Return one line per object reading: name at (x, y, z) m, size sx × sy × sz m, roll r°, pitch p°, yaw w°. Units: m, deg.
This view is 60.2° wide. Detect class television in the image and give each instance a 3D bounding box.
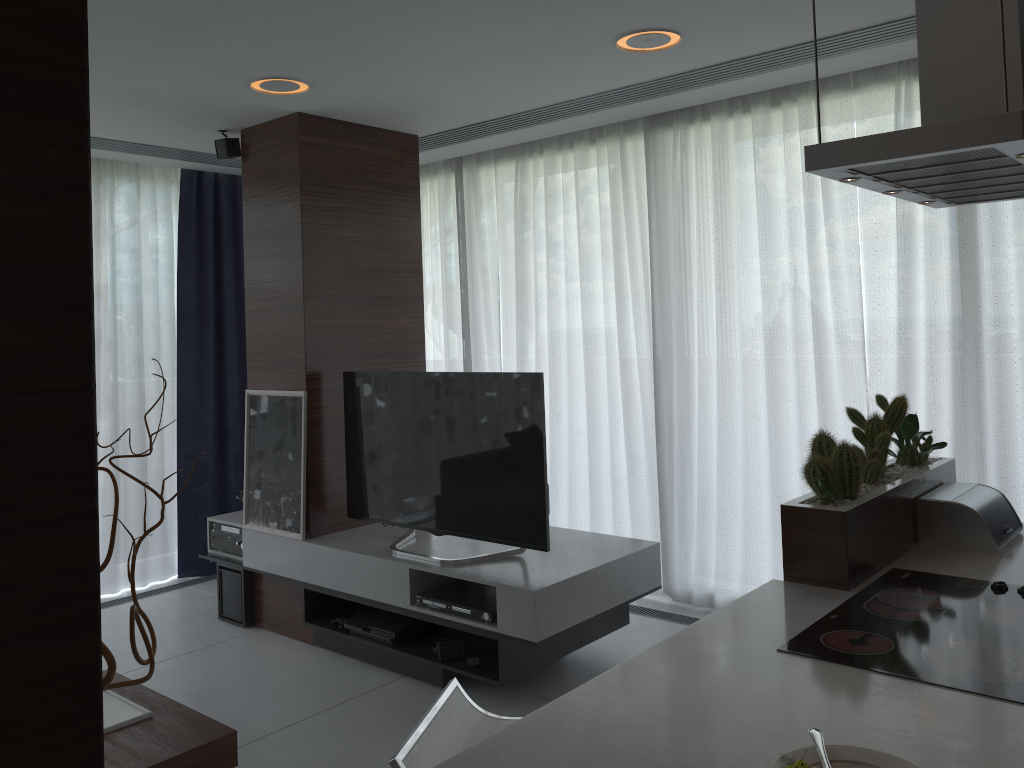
television at (-0.320, 0.339, 3.883) m, size 1.228 × 0.787 × 0.298 m, roll 0°, pitch 0°, yaw 41°

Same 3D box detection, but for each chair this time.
chair at (0.064, 0.999, 1.695) m, size 0.463 × 0.710 × 0.396 m, roll -2°, pitch 0°, yaw 13°

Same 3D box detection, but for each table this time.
table at (-1.348, 1.181, 2.484) m, size 0.799 × 0.353 × 0.807 m, roll 0°, pitch 3°, yaw 41°

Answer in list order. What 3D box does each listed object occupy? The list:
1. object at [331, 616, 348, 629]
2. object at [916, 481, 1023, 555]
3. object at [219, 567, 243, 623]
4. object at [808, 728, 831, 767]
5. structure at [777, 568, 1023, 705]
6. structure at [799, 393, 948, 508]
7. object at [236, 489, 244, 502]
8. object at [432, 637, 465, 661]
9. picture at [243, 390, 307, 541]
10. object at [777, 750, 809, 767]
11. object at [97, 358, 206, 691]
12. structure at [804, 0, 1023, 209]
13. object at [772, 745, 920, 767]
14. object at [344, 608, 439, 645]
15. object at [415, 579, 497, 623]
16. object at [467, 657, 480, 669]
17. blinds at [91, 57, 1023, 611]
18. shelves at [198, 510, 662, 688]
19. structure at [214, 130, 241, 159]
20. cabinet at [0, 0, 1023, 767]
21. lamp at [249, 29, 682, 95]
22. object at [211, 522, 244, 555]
object at (-0.783, 1.094, 4.073) m, size 0.071 × 0.036 × 0.112 m, roll -4°, pitch 3°, yaw -36°
object at (1.425, 0.409, 2.743) m, size 0.221 × 0.145 × 0.344 m, roll 0°, pitch 3°, yaw 41°
object at (-1.369, 1.083, 4.651) m, size 0.213 × 0.251 × 0.255 m, roll -2°, pitch 1°, yaw 41°
object at (0.481, 0.583, 1.342) m, size 0.026 × 0.008 × 0.249 m, roll -2°, pitch 3°, yaw 10°
structure at (1.001, 0.551, 1.998) m, size 0.503 × 0.057 × 0.765 m, roll 1°, pitch 4°, yaw 41°
structure at (1.118, 0.170, 2.725) m, size 0.222 × 0.286 × 1.002 m, roll -2°, pitch 2°, yaw 43°
object at (-1.390, 0.631, 4.964) m, size 0.311 × 0.150 × 0.137 m, roll -2°, pitch 1°, yaw -2°
object at (-0.272, 1.080, 3.677) m, size 0.117 × 0.079 × 0.184 m, roll -3°, pitch 3°, yaw -19°
picture at (-1.171, 0.383, 4.348) m, size 0.499 × 0.701 × 0.053 m, roll -2°, pitch -1°, yaw 41°
object at (1.333, 0.462, 1.237) m, size 1.877 × 0.222 × 0.140 m, roll -2°, pitch 0°, yaw 5°
object at (-0.503, 0.299, 0.842) m, size 0.387 × 0.736 × 0.198 m, roll -2°, pitch -1°, yaw 22°
structure at (1.171, -0.900, 2.302) m, size 0.445 × 0.761 × 1.046 m, roll -2°, pitch 1°, yaw 41°
object at (0.503, 0.594, 1.296) m, size 0.238 × 0.019 × 0.239 m, roll -1°, pitch 3°, yaw 13°
object at (-0.534, 1.075, 3.973) m, size 0.314 × 0.067 × 0.314 m, roll 1°, pitch 4°, yaw 41°
object at (-0.131, 0.887, 3.641) m, size 0.430 × 0.053 × 0.336 m, roll 1°, pitch 4°, yaw 41°
object at (-0.149, 1.103, 3.494) m, size 0.044 × 0.043 × 0.044 m, roll -1°, pitch 1°, yaw 41°
blinds at (-1.495, -0.004, 2.174) m, size 5.791 × 2.775 × 7.150 m, roll 0°, pitch 4°, yaw 44°
shelves at (-0.512, 0.964, 4.320) m, size 2.346 × 0.499 × 0.874 m, roll 1°, pitch 3°, yaw 41°
structure at (-1.485, -1.247, 4.616) m, size 0.084 × 0.142 × 0.114 m, roll -2°, pitch 0°, yaw 31°
cabinet at (0.587, 0.060, 1.690) m, size 0.784 × 2.554 × 3.341 m, roll -3°, pitch 0°, yaw 41°
lamp at (0.836, -1.110, 0.369) m, size 9.573 × 0.084 × 5.356 m, roll 0°, pitch 4°, yaw 27°
object at (-1.382, 0.813, 4.798) m, size 0.369 × 0.150 × 0.369 m, roll 0°, pitch 4°, yaw 41°
